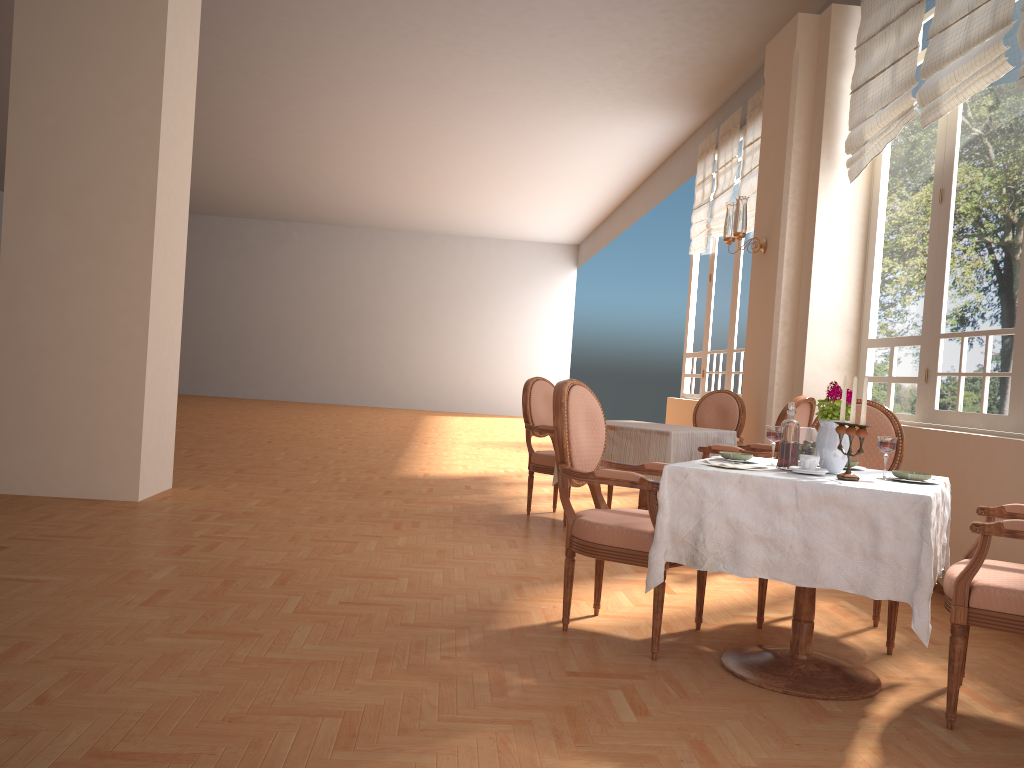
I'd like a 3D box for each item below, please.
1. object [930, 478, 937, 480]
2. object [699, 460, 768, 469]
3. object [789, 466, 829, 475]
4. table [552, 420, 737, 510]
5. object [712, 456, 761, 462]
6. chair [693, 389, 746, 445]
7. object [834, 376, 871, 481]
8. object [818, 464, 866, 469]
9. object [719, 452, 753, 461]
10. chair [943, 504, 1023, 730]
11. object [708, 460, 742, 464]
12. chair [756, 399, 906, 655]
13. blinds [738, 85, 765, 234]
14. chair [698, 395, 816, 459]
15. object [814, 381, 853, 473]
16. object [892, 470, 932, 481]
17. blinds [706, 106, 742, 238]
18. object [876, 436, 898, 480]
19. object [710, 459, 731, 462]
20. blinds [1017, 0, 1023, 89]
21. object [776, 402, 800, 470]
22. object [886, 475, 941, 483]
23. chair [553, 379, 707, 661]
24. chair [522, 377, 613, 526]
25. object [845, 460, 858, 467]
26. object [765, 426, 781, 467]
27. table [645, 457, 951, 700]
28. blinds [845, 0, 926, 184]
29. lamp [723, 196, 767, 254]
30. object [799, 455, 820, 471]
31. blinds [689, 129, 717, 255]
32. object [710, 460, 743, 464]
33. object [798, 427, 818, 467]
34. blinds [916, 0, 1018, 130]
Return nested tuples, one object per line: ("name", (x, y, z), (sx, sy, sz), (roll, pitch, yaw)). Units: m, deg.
("object", (1.349, 0.309, 2.949), (0.125, 0.006, 0.027), (4, 1, 32))
("object", (0.699, 0.261, 2.859), (0.234, 0.012, 0.095), (4, 1, 34))
("object", (0.950, 0.278, 2.839), (0.119, 0.016, 0.119), (4, 1, 16))
("table", (0.827, 0.594, 5.485), (0.829, 0.677, 0.831), (5, 1, 41))
("object", (0.794, 0.269, 3.148), (0.171, 0.005, 0.171), (4, 1, 33))
("chair", (1.284, 0.493, 6.017), (0.520, 0.931, 0.593), (5, 1, 41))
("object", (1.044, 0.134, 2.725), (0.059, 0.326, 0.177), (4, 1, -5))
("object", (1.176, 0.295, 3.175), (0.171, 0.005, 0.171), (4, 1, 26))
("object", (0.795, 0.258, 3.148), (0.117, 0.024, 0.117), (4, 1, 6))
("chair", (1.618, 0.550, 2.633), (0.593, 0.931, 0.521), (5, 1, 29))
("object", (0.724, 0.265, 3.022), (0.125, 0.006, 0.027), (4, 1, 29))
("chair", (1.331, 0.521, 3.579), (0.520, 0.931, 0.593), (5, 1, 29))
("blinds", (2.164, -2.001, 7.949), (0.054, 1.301, 0.689), (4, 1, -4))
("chair", (1.379, 0.510, 5.033), (0.592, 0.931, 0.521), (5, 1, 41))
("object", (1.058, 0.140, 2.912), (0.124, 0.302, 0.143), (4, 1, -6))
("object", (1.274, 0.295, 2.827), (0.117, 0.024, 0.117), (4, 1, 37))
("blinds", (2.099, -2.047, 8.800), (0.085, 1.236, 0.699), (4, 1, -4))
("object", (1.181, 0.234, 2.802), (0.062, 0.135, 0.062), (5, 1, 27))
("object", (0.748, 0.267, 3.062), (0.127, 0.004, 0.013), (4, 1, 30))
("blinds", (2.335, -1.946, 3.574), (0.054, 1.301, 0.774), (4, 1, -4))
("object", (0.918, 0.171, 2.930), (0.074, 0.222, 0.074), (3, 1, -25))
("object", (1.273, 0.305, 2.827), (0.171, 0.005, 0.171), (3, 1, -44))
("chair", (0.424, 0.461, 3.319), (0.593, 0.931, 0.521), (5, 1, 29))
("chair", (0.343, 0.429, 5.941), (0.592, 0.931, 0.521), (5, 1, 41))
("object", (1.177, 0.285, 3.174), (0.117, 0.024, 0.117), (4, 1, -25))
("object", (0.891, 0.212, 3.017), (0.062, 0.135, 0.062), (5, 1, 27))
("table", (0.982, 0.628, 2.969), (0.829, 0.680, 0.837), (4, 1, 30))
("blinds", (2.209, -1.933, 5.234), (0.072, 1.376, 0.843), (4, 1, -4))
("lamp", (1.640, -1.096, 6.190), (0.274, 0.362, 0.320), (4, 1, -4))
("object", (0.945, 0.253, 2.835), (0.078, 0.049, 0.062), (3, 1, -32))
("blinds", (2.056, -2.029, 9.589), (0.038, 1.293, 0.689), (4, 1, -4))
("object", (0.735, 0.268, 3.046), (0.125, 0.002, 0.016), (4, 1, 30))
("object", (1.000, 0.218, 3.028), (0.093, 0.138, 0.093), (4, 1, 24))
("blinds", (2.273, -1.991, 4.408), (0.085, 1.236, 0.787), (4, 1, -4))
